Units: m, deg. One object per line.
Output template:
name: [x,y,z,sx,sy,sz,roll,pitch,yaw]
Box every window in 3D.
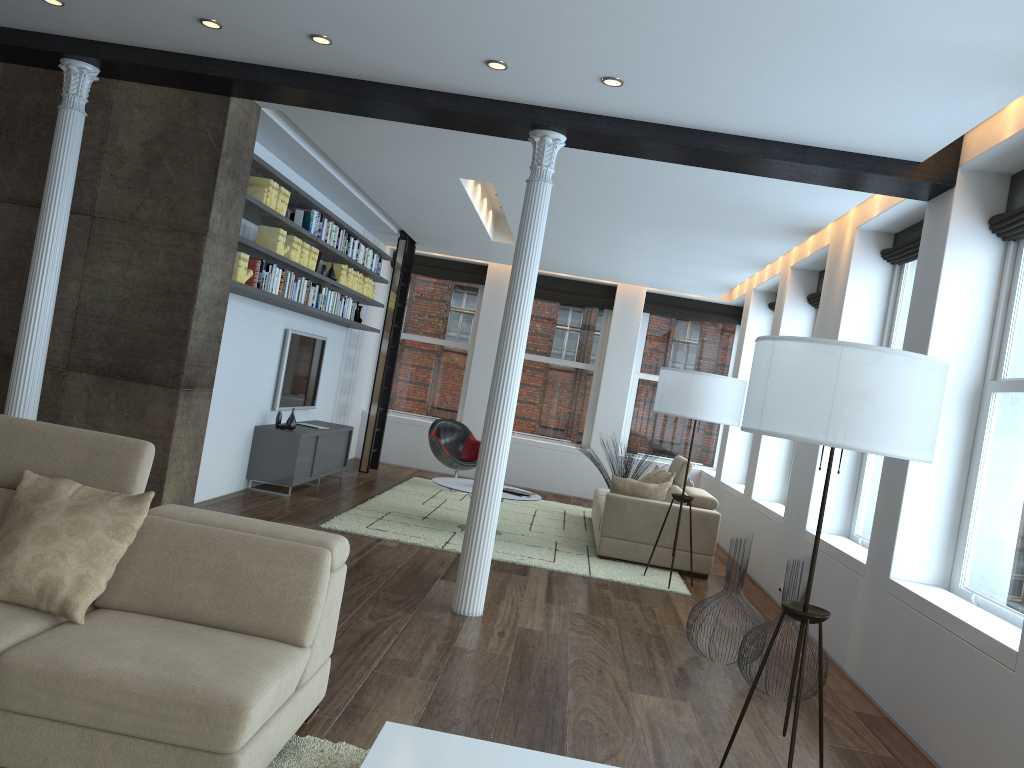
window: [2.847,0.076,8.081,0.123,2.400,1.345,10,0,4]
window: [-1.204,-0.607,12.769,1.420,2.400,0.123,10,0,4]
window: [2.582,0.026,4.211,0.123,2.400,1.432,10,0,4]
window: [2.401,0.006,12.507,1.474,2.400,0.123,10,0,4]
window: [0.586,-0.303,12.643,1.420,2.400,0.123,10,0,4]
window: [2.706,0.049,6.018,0.123,2.400,1.391,10,0,4]

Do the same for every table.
table: [-0.264,1.154,8.164,1.022,0.393,1.022,10,0,-42]
table: [-0.031,1.299,2.536,0.900,0.170,0.900,10,0,4]

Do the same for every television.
television: [-2.217,-0.133,9.306,0.074,0.812,1.307,10,0,4]

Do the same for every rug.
rug: [0.066,1.420,9.095,2.972,0.020,4.231,10,0,4]
rug: [-1.698,1.110,1.749,4.231,0.020,2.972,10,0,4]

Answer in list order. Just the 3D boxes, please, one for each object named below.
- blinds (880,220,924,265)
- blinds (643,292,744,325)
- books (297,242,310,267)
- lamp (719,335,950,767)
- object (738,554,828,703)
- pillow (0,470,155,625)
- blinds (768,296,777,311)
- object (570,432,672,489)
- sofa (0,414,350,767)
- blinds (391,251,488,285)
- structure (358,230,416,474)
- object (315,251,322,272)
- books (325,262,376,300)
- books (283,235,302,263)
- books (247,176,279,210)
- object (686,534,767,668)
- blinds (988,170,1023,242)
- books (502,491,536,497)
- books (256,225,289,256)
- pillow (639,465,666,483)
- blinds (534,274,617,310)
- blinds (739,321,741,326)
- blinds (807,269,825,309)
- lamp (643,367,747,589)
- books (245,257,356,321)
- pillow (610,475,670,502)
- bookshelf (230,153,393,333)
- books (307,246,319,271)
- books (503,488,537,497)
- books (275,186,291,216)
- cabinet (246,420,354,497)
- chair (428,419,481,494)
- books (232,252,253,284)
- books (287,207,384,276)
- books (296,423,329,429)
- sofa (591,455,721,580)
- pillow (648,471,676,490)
blinds: [2.824,-1.020,6.025,0.156,0.275,1.396,10,0,4]
blinds: [2.558,-1.038,12.423,1.442,0.312,0.155,10,0,4]
books: [-1.929,-1.154,7.869,0.209,0.220,0.278,10,0,2]
lamp: [1.144,0.727,3.389,0.698,1.728,0.698,10,0,28]
object: [1.472,1.268,4.711,0.458,0.781,0.458,10,0,3]
pillow: [-1.569,0.541,3.066,0.519,0.416,0.368,10,0,9]
blinds: [3.088,-0.970,9.875,0.156,0.275,1.442,10,0,4]
object: [1.311,1.111,10.811,1.119,1.014,1.125,10,0,-10]
sofa: [-1.954,0.596,3.090,2.581,0.950,1.021,10,0,4]
blinds: [-1.028,-1.651,12.677,1.412,0.307,0.156,10,0,4]
structure: [-1.575,-0.398,11.317,0.120,3.059,0.600,10,0,4]
object: [-1.873,-1.143,8.327,0.124,0.219,0.124,10,0,2]
books: [-1.806,-1.139,9.911,0.242,0.237,1.489,10,0,4]
books: [-1.943,-1.158,7.625,0.189,0.228,0.249,10,0,4]
books: [-1.916,-1.448,6.751,0.209,0.220,0.278,10,0,2]
object: [1.290,1.237,5.191,0.458,0.781,0.458,10,0,3]
blinds: [2.675,-0.987,4.218,0.183,0.395,1.431,10,0,4]
books: [0.040,1.001,8.131,0.300,0.010,0.220,10,0,39]
books: [-1.963,-1.159,7.343,0.189,0.224,0.345,10,0,4]
pillow: [1.432,1.060,9.359,0.368,0.416,0.519,10,0,-1]
blinds: [0.752,-1.320,12.551,1.422,0.363,0.156,10,0,4]
blinds: [3.208,-0.921,11.687,0.156,0.327,1.377,10,0,4]
blinds: [2.956,-0.935,8.088,0.156,0.393,1.342,10,0,4]
lamp: [1.403,0.775,7.169,0.698,1.728,0.698,10,0,28]
books: [-1.937,-0.844,8.248,0.242,0.237,2.981,10,0,4]
pillow: [1.114,1.016,7.993,0.518,0.393,0.395,10,0,1]
bookshelf: [-1.917,-1.157,8.597,0.400,0.942,4.804,10,0,4]
books: [-1.908,-1.151,8.138,0.189,0.228,0.249,10,0,4]
books: [0.057,0.995,8.151,0.300,0.010,0.220,10,0,19]
books: [-1.896,-1.446,7.021,0.189,0.228,0.249,10,0,4]
cabinet: [-2.166,0.741,9.275,0.450,0.603,2.000,10,0,4]
chair: [-0.668,0.875,10.798,0.810,0.818,0.669,10,0,-16]
books: [-2.049,-0.855,6.592,0.189,0.224,0.345,10,0,4]
books: [-1.765,-1.436,9.268,0.242,0.237,2.981,10,0,4]
books: [-2.103,0.441,9.313,0.300,0.010,0.220,10,0,19]
sofa: [1.387,1.173,8.989,1.018,0.950,2.581,10,0,4]
pillow: [1.404,1.044,8.735,0.301,0.439,0.534,10,0,0]
